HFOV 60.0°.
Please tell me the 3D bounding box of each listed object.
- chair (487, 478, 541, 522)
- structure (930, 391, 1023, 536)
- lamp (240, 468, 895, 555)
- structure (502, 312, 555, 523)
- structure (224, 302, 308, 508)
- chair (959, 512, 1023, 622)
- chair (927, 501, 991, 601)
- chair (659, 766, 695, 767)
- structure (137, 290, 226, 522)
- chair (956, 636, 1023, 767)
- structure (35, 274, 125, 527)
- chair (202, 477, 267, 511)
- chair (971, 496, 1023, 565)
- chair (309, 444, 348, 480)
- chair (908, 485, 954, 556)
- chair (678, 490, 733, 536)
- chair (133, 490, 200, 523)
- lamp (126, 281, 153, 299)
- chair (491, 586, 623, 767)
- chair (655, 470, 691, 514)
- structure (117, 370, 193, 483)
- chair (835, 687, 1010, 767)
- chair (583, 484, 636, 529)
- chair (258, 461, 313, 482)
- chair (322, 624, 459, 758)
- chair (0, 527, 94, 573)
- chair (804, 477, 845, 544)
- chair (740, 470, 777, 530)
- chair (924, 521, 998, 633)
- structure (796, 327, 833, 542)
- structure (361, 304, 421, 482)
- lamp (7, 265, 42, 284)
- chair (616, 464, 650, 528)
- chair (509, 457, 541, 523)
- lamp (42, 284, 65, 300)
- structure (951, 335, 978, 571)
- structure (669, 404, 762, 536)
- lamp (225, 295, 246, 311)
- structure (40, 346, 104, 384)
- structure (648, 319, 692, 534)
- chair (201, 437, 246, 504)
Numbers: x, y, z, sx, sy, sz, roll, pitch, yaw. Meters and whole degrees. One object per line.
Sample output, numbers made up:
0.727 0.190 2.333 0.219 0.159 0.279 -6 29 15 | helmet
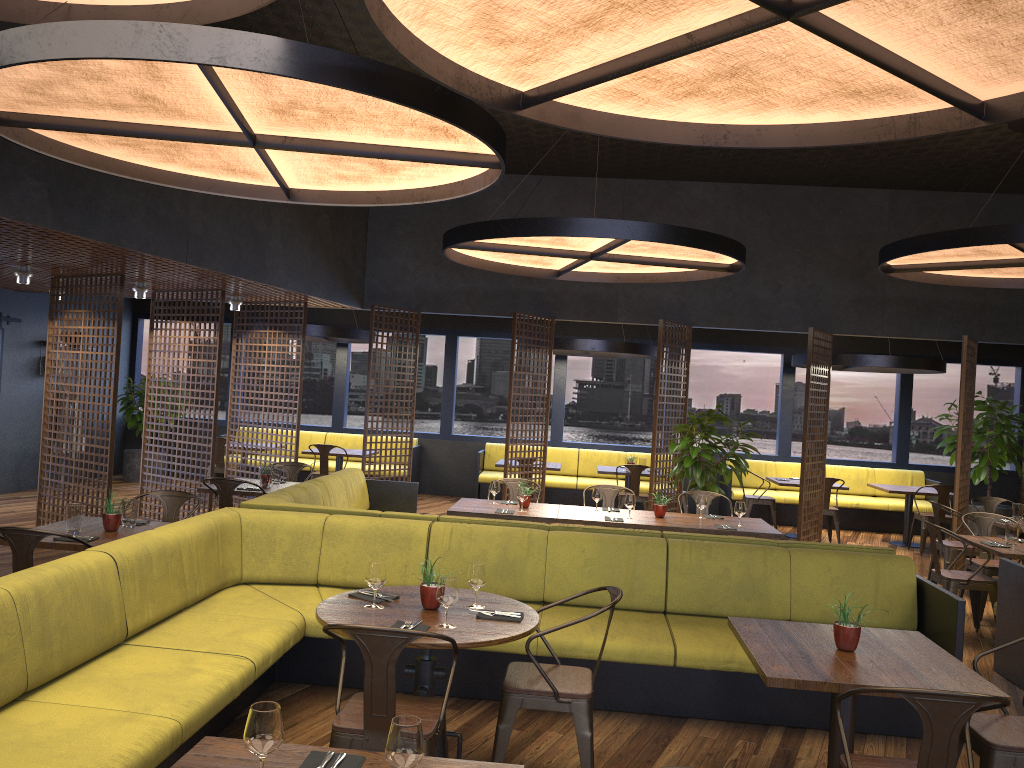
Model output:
0.000 1.382 8.473 0.504 0.917 0.541 3 0 5 | chair
6.982 1.193 13.077 1.493 2.184 1.272 3 0 5 | structure
-1.855 0.368 7.459 9.057 2.714 3.017 3 0 5 | lamp
0.196 0.517 10.757 0.050 2.700 0.852 3 0 35 | structure
-3.132 0.321 11.182 1.319 2.700 0.050 3 0 35 | structure
4.282 1.634 7.880 0.504 0.917 0.541 3 0 5 | chair
4.462 1.651 8.893 0.541 0.917 0.504 3 0 5 | chair
0.192 1.355 1.994 0.541 0.917 0.504 3 0 5 | chair
-3.815 0.274 10.192 1.319 2.700 0.050 3 0 35 | structure
2.127 1.480 3.655 0.541 0.917 0.504 3 0 5 | chair
-4.499 0.228 9.202 1.319 2.700 0.050 3 0 35 | structure
-2.376 1.235 7.577 0.504 0.917 0.541 3 0 5 | chair
5.246 1.701 9.578 0.504 0.917 0.541 3 0 5 | chair
-2.494 1.255 11.991 0.504 0.917 0.541 3 0 5 | chair
5.412 1.722 11.341 0.504 0.917 0.541 3 0 5 | chair
1.798 1.488 8.326 0.504 0.917 0.541 3 0 5 | chair
-2.472 1.221 6.119 0.504 0.917 0.541 3 0 5 | chair
-4.065 -1.024 9.702 0.228 0.172 0.228 3 0 5 | lamp
0.200 1.367 3.984 0.541 0.917 0.504 3 0 5 | chair
2.258 1.540 12.290 0.541 0.917 0.504 3 0 5 | chair
-5.745 0.654 14.203 1.166 1.763 0.993 4 0 -25 | structure
1.381 1.432 3.066 0.504 0.917 0.541 3 0 5 | chair
0.902 1.436 8.399 0.504 0.917 0.541 3 0 5 | chair
-2.276 1.249 8.800 0.504 0.917 0.541 3 0 5 | chair
-0.476 1.324 3.418 0.504 0.917 0.541 3 0 5 | chair
-2.574 1.207 4.877 0.504 0.917 0.541 3 0 5 | chair
3.989 1.638 11.458 0.504 0.917 0.541 3 0 5 | chair
3.374 1.606 12.259 0.541 0.917 0.504 3 0 5 | chair
3.612 1.590 7.175 0.541 0.917 0.504 3 0 5 | chair
3.579 0.717 10.479 0.050 2.700 0.852 3 0 35 | structure
-1.495 0.417 10.896 0.050 2.700 0.852 3 0 35 | structure
-4.808 -1.074 8.733 0.228 0.172 0.228 3 0 5 | lamp
1.598 1.496 11.655 0.504 0.917 0.541 3 0 5 | chair
0.175 1.412 11.772 0.504 0.917 0.541 3 0 5 | chair
-5.480 -1.103 10.676 0.228 0.172 0.228 3 0 5 | lamp
5.270 0.817 10.340 0.050 2.700 0.852 3 0 35 | structure
2.160 1.099 9.937 1.166 1.763 0.993 4 0 -25 | structure
-3.339 -0.975 10.702 0.228 0.172 0.228 3 0 5 | lamp
-6.407 -0.283 13.012 0.293 0.563 1.220 3 0 5 | structure
1.887 0.617 10.618 0.050 2.700 0.852 3 0 35 | structure
-3.917 1.171 12.108 0.504 0.917 0.541 3 0 5 | chair
